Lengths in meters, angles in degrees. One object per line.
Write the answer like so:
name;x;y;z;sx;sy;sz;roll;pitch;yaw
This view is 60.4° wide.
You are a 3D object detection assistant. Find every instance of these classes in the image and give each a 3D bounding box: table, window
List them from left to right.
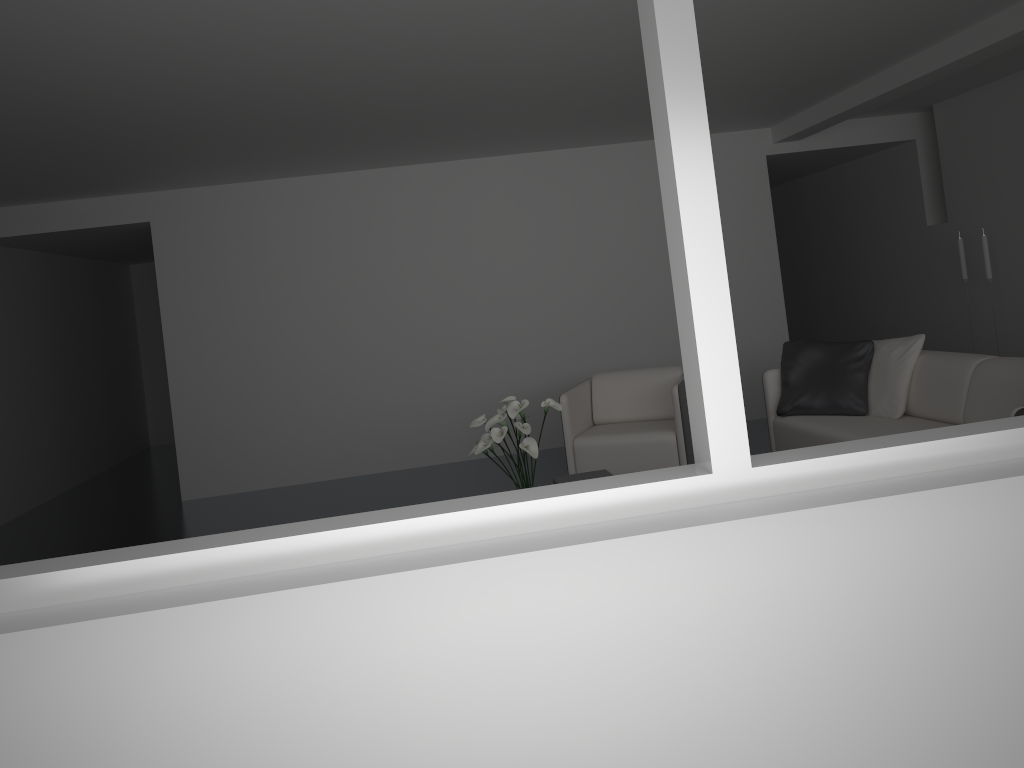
table;0.473;0.694;4.169;0.299;0.313;1.261;-7;5;-8
window;0.349;-0.467;1.793;8.062;1.435;0.110;-8;-1;-6

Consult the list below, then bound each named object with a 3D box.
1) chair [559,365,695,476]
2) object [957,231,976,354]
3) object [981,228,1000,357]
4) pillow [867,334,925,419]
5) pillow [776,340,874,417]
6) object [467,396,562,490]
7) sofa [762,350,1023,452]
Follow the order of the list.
chair;0.822;0.261;5.856;0.764;0.661;0.926;-6;4;18
object;3.673;-0.531;7.057;0.180;1.396;0.179;-7;-1;-6
object;3.620;-0.479;6.601;0.180;1.396;0.179;-7;-1;-6
pillow;2.190;-0.034;5.242;0.324;0.499;0.584;-7;3;-17
pillow;1.901;-0.043;5.357;0.562;0.449;0.280;-5;2;38
object;0.026;0.476;4.460;0.449;0.797;0.376;-7;0;-23
sofa;2.221;0.226;4.523;0.921;0.659;2.244;-7;5;-8
